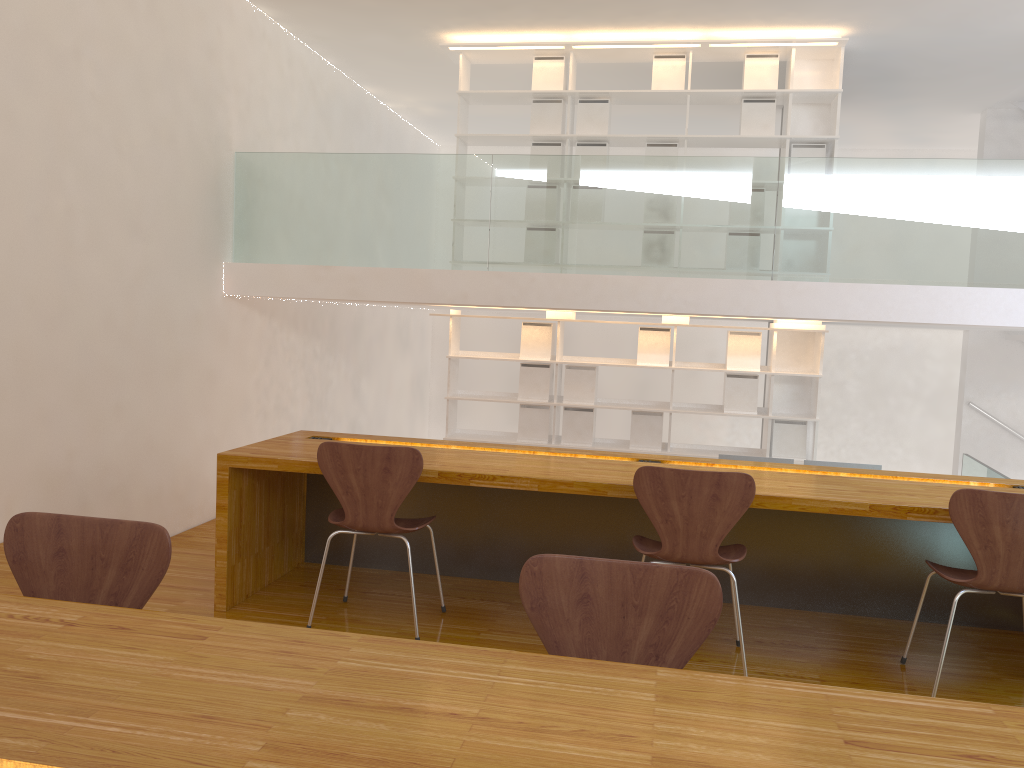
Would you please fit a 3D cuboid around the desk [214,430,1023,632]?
[{"bbox_3d":[0.578,0.766,3.703,3.236,0.918,1.285,3,4,10],"label":"desk"}]

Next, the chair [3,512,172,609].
[{"bbox_3d":[-0.942,0.640,1.737,0.428,0.693,0.381,3,4,10],"label":"chair"}]

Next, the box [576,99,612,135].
[{"bbox_3d":[0.638,-2.052,6.919,0.245,0.296,0.274,3,4,10],"label":"box"}]

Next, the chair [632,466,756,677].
[{"bbox_3d":[0.608,0.609,3.065,0.428,0.693,0.381,3,4,10],"label":"chair"}]

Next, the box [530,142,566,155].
[{"bbox_3d":[0.278,-1.745,7.005,0.245,0.296,0.274,3,4,10],"label":"box"}]

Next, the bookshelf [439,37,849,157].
[{"bbox_3d":[0.917,-1.689,6.820,2.984,1.836,0.498,3,4,10],"label":"bookshelf"}]

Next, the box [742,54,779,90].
[{"bbox_3d":[1.868,-2.311,6.674,0.245,0.296,0.274,3,4,10],"label":"box"}]

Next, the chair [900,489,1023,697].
[{"bbox_3d":[1.562,0.663,2.891,0.428,0.693,0.381,3,4,10],"label":"chair"}]

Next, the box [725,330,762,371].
[{"bbox_3d":[1.780,-0.257,6.824,0.245,0.296,0.274,3,4,10],"label":"box"}]

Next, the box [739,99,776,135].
[{"bbox_3d":[1.852,-1.984,6.698,0.245,0.296,0.274,3,4,10],"label":"box"}]

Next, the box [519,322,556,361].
[{"bbox_3d":[0.208,-0.346,7.109,0.245,0.296,0.274,3,4,10],"label":"box"}]

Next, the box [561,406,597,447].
[{"bbox_3d":[0.535,0.328,7.093,0.245,0.296,0.274,3,4,10],"label":"box"}]

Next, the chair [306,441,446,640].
[{"bbox_3d":[-0.485,0.545,3.302,0.428,0.693,0.381,3,4,10],"label":"chair"}]

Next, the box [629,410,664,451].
[{"bbox_3d":[1.064,0.358,6.997,0.245,0.296,0.274,3,4,10],"label":"box"}]

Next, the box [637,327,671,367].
[{"bbox_3d":[1.113,-0.296,6.942,0.245,0.296,0.274,3,4,10],"label":"box"}]

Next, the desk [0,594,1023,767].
[{"bbox_3d":[-0.084,0.769,1.128,3.185,0.606,0.760,3,4,10],"label":"desk"}]

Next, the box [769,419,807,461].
[{"bbox_3d":[2.119,0.417,6.805,0.245,0.296,0.274,3,4,10],"label":"box"}]

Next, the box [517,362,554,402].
[{"bbox_3d":[0.194,-0.019,7.133,0.245,0.296,0.274,3,4,10],"label":"box"}]

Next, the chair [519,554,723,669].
[{"bbox_3d":[0.164,0.699,1.574,0.428,0.693,0.381,3,4,10],"label":"chair"}]

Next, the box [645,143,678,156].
[{"bbox_3d":[1.152,-1.695,6.847,0.245,0.296,0.274,3,4,10],"label":"box"}]

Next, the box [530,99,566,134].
[{"bbox_3d":[0.282,-2.073,6.983,0.245,0.296,0.274,3,4,10],"label":"box"}]

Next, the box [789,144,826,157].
[{"bbox_3d":[2.207,-1.636,6.655,0.245,0.296,0.274,3,4,10],"label":"box"}]

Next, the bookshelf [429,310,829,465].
[{"bbox_3d":[0.829,0.365,6.970,2.984,1.836,0.498,3,4,10],"label":"bookshelf"}]

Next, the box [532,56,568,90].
[{"bbox_3d":[0.296,-2.399,6.959,0.245,0.296,0.274,3,4,10],"label":"box"}]

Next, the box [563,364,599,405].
[{"bbox_3d":[0.549,0.002,7.069,0.245,0.296,0.274,3,4,10],"label":"box"}]

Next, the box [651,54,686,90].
[{"bbox_3d":[1.201,-2.350,6.792,0.245,0.296,0.274,3,4,10],"label":"box"}]

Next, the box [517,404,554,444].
[{"bbox_3d":[0.190,0.309,7.155,0.245,0.296,0.274,3,4,10],"label":"box"}]

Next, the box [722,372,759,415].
[{"bbox_3d":[1.764,0.069,6.848,0.245,0.296,0.274,3,4,10],"label":"box"}]

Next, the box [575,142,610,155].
[{"bbox_3d":[0.624,-1.725,6.943,0.245,0.296,0.274,3,4,10],"label":"box"}]
